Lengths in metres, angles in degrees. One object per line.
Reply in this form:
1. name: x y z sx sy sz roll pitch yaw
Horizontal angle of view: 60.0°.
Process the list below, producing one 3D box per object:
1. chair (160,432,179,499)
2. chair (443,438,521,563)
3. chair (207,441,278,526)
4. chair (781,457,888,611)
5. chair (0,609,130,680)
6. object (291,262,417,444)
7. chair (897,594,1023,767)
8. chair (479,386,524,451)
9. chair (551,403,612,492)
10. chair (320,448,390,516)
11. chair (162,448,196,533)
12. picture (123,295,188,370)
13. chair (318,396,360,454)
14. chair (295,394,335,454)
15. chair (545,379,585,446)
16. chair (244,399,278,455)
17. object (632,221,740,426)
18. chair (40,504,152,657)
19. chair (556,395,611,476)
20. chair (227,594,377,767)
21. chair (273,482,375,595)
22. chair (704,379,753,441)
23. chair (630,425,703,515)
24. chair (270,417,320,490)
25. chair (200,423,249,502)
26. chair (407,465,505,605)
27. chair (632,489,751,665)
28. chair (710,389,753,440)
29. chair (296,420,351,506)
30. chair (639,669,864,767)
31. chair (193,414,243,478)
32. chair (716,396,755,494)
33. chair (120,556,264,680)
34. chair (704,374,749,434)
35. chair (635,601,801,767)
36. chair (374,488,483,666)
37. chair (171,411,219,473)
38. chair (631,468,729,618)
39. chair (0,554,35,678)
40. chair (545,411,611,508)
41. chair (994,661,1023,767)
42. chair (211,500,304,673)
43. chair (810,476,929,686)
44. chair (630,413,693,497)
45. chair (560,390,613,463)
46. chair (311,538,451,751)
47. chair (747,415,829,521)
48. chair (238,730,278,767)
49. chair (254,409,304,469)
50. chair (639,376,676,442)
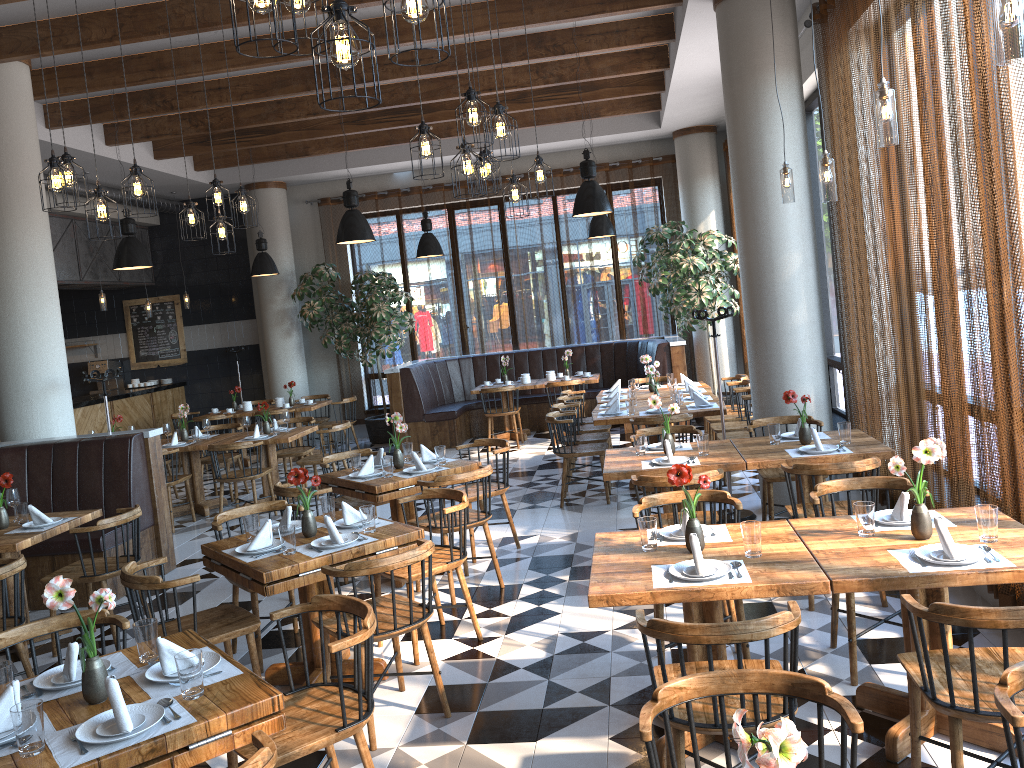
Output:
1. chair: -4.162 0.974 10.171 0.519 0.815 0.551 -6 3 8
2. chair: -0.258 0.867 6.746 0.551 0.815 0.519 -9 4 -37
3. chair: -2.620 0.949 8.626 0.519 0.815 0.551 -6 3 8
4. chair: 1.818 0.802 5.010 0.519 0.815 0.551 -6 3 8
5. chair: -1.621 1.318 3.243 0.521 0.815 0.549 -8 4 -37
6. object: -2.267 -0.470 13.082 1.755 2.775 1.482 -7 3 -12
7. chair: 1.539 1.023 2.830 0.519 0.815 0.551 -6 3 8
8. chair: -0.122 0.425 11.593 0.519 0.815 0.551 -6 3 8
9. chair: 0.695 0.596 8.680 0.549 0.815 0.521 -6 3 8
10. chair: -1.157 0.950 6.867 0.521 0.815 0.549 -8 4 -37
11. chair: -3.475 1.028 8.741 0.519 0.815 0.551 -6 3 8
12. picture: -5.805 -0.836 14.414 0.980 1.140 0.021 -6 3 8
13. chair: -2.389 0.604 12.263 0.549 0.815 0.521 -6 3 8
14. chair: -2.901 0.593 12.990 0.519 0.815 0.551 -6 3 8
15. chair: 0.725 0.346 11.480 0.519 0.815 0.551 -6 3 8
16. chair: -3.748 0.672 13.104 0.519 0.815 0.551 -6 3 8
17. object: 2.261 -0.840 11.887 1.484 2.775 1.753 -8 4 -34
18. chair: -2.578 1.215 5.549 0.549 0.815 0.521 -6 3 8
19. chair: 0.778 0.531 9.324 0.549 0.815 0.521 -6 3 8
20. chair: -0.722 1.235 3.122 0.551 0.815 0.519 -9 4 -37
21. chair: -1.273 1.042 5.964 0.551 0.815 0.519 -9 4 -37
22. chair: 2.267 0.394 9.111 0.549 0.815 0.521 -6 3 8
23. chair: 1.152 0.748 6.414 0.519 0.815 0.551 -6 3 8
24. chair: -2.451 0.815 9.942 0.519 0.815 0.551 -6 3 8
25. chair: -3.307 0.895 10.057 0.519 0.815 0.551 -6 3 8
26. chair: -0.374 0.958 5.843 0.521 0.815 0.549 -8 4 -37
27. chair: 0.873 0.970 4.234 0.519 0.815 0.551 -6 3 8
28. chair: 2.185 0.459 8.467 0.549 0.815 0.521 -6 3 8
29. chair: -1.912 0.825 9.188 0.549 0.815 0.521 -6 3 8
30. chair: 0.599 1.186 2.099 0.519 0.815 0.551 -6 3 8
31. chair: -3.913 0.803 11.817 0.519 0.815 0.551 -6 3 8
32. chair: 2.107 0.520 7.862 0.549 0.815 0.521 -6 3 8
33. chair: -1.501 1.223 4.182 0.551 0.815 0.519 -9 4 -37
34. chair: 2.342 0.334 9.701 0.549 0.815 0.521 -6 3 8
35. chair: 0.707 1.101 2.941 0.519 0.815 0.551 -6 3 8
36. chair: -0.486 1.048 4.964 0.551 0.815 0.519 -9 4 -37
37. chair: -4.492 0.798 12.557 0.549 0.815 0.521 -6 3 8
38. chair: 0.986 0.879 5.122 0.519 0.815 0.551 -6 3 8
39. chair: -2.717 1.326 4.457 0.549 0.815 0.521 -6 3 8
40. chair: 0.615 0.660 8.056 0.549 0.815 0.521 -6 3 8
41. chair: 1.432 1.109 1.988 0.519 0.815 0.551 -6 3 8
42. chair: -1.385 1.131 5.085 0.521 0.815 0.549 -8 4 -37
43. chair: 1.705 0.892 4.123 0.519 0.815 0.551 -6 3 8
44. chair: 1.285 0.644 7.442 0.519 0.815 0.551 -6 3 8
45. chair: 0.851 0.473 9.894 0.549 0.815 0.521 -6 3 8
46. chair: -0.602 1.139 4.061 0.521 0.815 0.549 -8 4 -37
47. chair: 1.984 0.671 6.303 0.519 0.815 0.551 -6 3 8
48. chair: -0.838 1.326 2.220 0.521 0.815 0.549 -8 4 -37
49. chair: -3.066 0.724 11.703 0.519 0.815 0.551 -6 3 8
50. chair: 1.652 0.353 10.302 0.519 0.815 0.551 -6 3 8
